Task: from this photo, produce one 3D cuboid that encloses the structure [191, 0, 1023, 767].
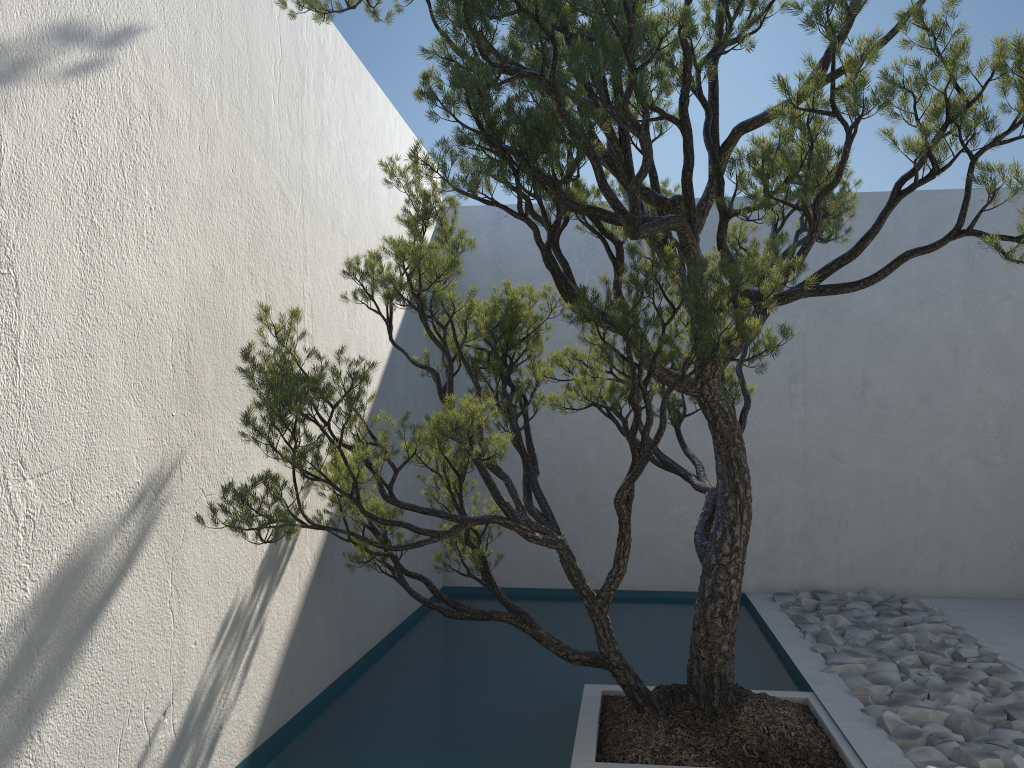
[{"bbox_3d":[0.423,-0.163,3.215,2.586,3.472,2.519,0,0,1],"label":"structure"}]
